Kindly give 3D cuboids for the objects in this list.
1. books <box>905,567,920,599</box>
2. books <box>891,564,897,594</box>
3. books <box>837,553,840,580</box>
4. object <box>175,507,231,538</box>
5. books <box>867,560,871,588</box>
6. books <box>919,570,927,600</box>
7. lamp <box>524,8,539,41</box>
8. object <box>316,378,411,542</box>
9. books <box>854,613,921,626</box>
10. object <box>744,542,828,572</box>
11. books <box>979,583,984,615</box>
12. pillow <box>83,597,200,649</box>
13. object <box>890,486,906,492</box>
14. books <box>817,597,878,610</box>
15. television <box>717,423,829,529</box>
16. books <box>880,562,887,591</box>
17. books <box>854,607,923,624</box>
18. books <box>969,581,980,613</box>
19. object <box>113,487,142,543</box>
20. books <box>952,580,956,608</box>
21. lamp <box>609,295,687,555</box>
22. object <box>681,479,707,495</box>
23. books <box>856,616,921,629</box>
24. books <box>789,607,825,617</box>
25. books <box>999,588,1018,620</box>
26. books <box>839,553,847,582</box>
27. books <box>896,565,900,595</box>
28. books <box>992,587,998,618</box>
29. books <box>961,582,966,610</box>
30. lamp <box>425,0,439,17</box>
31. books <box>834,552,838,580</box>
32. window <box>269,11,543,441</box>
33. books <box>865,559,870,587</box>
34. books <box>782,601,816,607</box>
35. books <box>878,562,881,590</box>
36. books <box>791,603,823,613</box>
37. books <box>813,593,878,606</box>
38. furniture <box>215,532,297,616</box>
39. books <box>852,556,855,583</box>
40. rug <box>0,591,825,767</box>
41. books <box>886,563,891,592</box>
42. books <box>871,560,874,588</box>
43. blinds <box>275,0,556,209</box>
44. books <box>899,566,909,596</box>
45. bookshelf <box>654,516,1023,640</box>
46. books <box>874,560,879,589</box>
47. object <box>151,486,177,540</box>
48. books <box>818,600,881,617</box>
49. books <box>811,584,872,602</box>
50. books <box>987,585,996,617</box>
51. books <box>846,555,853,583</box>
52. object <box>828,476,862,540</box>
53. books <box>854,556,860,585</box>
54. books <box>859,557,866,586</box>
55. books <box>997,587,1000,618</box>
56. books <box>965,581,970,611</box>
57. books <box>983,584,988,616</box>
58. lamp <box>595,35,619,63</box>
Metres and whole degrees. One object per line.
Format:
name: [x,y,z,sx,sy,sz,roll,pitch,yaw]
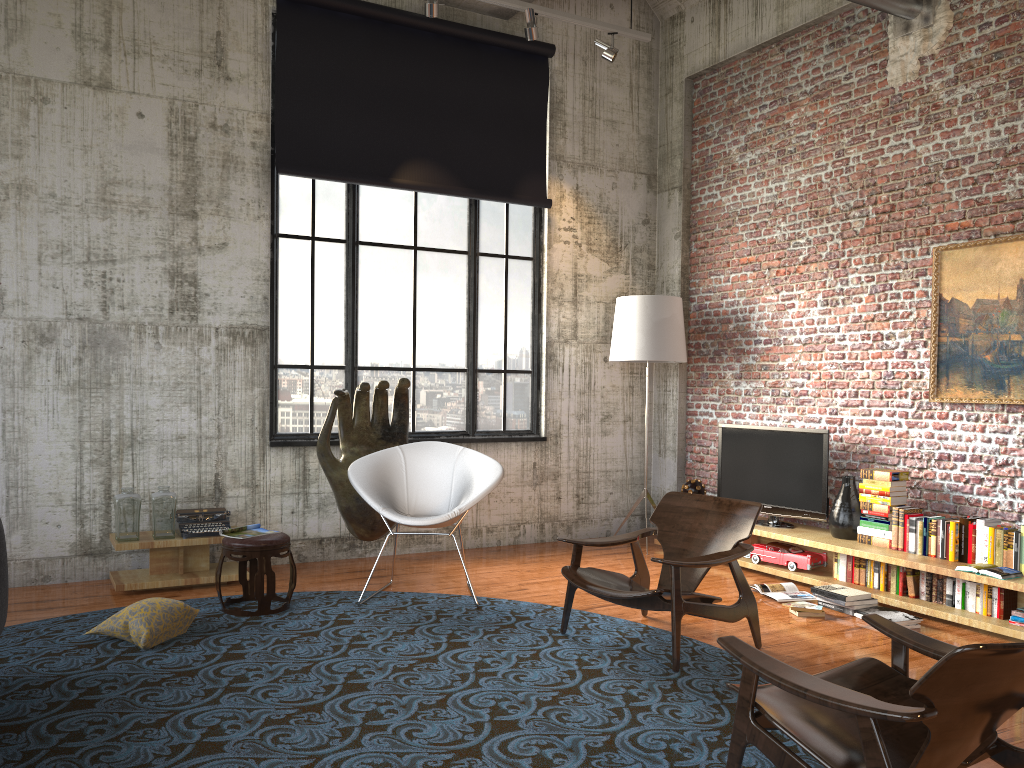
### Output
books: [2.683,1.285,5.872,0.153,0.256,0.088,0,2,-29]
books: [2.621,1.306,5.973,0.151,0.208,0.039,0,2,-29]
books: [2.399,1.311,6.381,0.140,0.194,0.023,0,2,-29]
object: [-2.201,0.992,6.337,0.423,0.153,0.381,1,0,-29]
books: [2.524,1.312,6.149,0.140,0.194,0.023,0,2,-29]
books: [2.741,1.302,5.810,0.149,0.215,0.049,0,2,-29]
lamp: [0.149,-2.713,6.744,0.102,0.251,0.165,1,1,16]
object: [-1.142,0.595,6.825,0.728,1.297,0.455,0,2,-17]
books: [2.337,1.457,5.523,0.232,0.017,0.307,1,0,-31]
object: [2.096,1.316,6.800,0.244,0.174,0.599,0,0,-37]
books: [2.929,1.316,5.449,0.138,0.191,0.026,0,2,-29]
pillow: [-2.031,1.330,4.984,0.481,0.247,0.503,1,0,27]
object: [2.612,0.727,6.248,0.178,0.031,0.248,1,0,-29]
books: [2.209,1.428,5.843,0.236,0.028,0.299,1,0,-31]
television: [2.087,0.735,7.121,0.285,0.793,1.089,-1,1,-42]
books: [2.580,1.300,6.050,0.159,0.220,0.030,0,2,-29]
books: [2.346,1.441,5.524,0.250,0.014,0.311,1,0,-22]
books: [2.897,1.318,5.503,0.129,0.186,0.043,0,2,-29]
object: [-2.609,0.884,6.014,0.163,0.361,0.163,0,2,-31]
books: [2.838,1.326,5.614,0.121,0.168,0.020,0,2,-29]
lamp: [1.214,0.355,7.975,0.694,2.245,0.706,1,2,-6]
object: [1.615,0.949,7.871,0.216,0.208,0.214,0,1,-40]
books: [2.338,1.474,5.518,0.232,0.017,0.313,1,0,-14]
books: [1.896,1.463,5.694,0.182,0.030,0.128,1,0,-7]
books: [2.988,1.316,5.335,0.138,0.191,0.026,0,2,-29]
books: [2.427,1.285,6.349,0.171,0.247,0.057,0,2,-29]
books: [2.643,1.301,5.946,0.159,0.220,0.030,0,2,-29]
books: [2.972,1.322,5.382,0.132,0.181,0.034,0,2,-29]
books: [2.868,1.327,5.561,0.121,0.168,0.020,0,2,-29]
lamp: [-0.574,-2.724,6.342,0.102,0.251,0.165,1,1,-4]
books: [2.385,1.299,6.399,0.138,0.217,0.022,0,2,-29]
window: [-0.824,-1.202,7.574,2.579,3.438,0.050,0,2,-29]
books: [2.519,1.301,6.172,0.138,0.217,0.022,0,2,-29]
books: [1.913,1.473,5.906,0.189,0.012,0.133,1,0,-31]
books: [2.583,1.300,6.086,0.159,0.220,0.030,0,2,-29]
books: [1.894,1.437,5.697,0.189,0.022,0.133,1,0,22]
books: [2.184,1.400,5.817,0.262,0.028,0.320,1,0,-19]
furniture: [-1.627,1.190,5.641,0.432,0.477,0.431,1,1,16]
books: [2.466,1.312,6.270,0.140,0.194,0.023,0,2,-29]
rug: [-0.966,1.436,3.728,4.845,0.009,4.844,1,0,17]
books: [2.617,1.298,6.023,0.156,0.225,0.052,0,2,-29]
books: [2.537,1.313,6.129,0.140,0.194,0.023,0,2,-29]
blinds: [-0.727,-2.325,7.385,2.443,1.465,0.150,1,2,-29]
books: [2.649,1.301,5.916,0.159,0.220,0.030,0,2,-29]
bookshelf: [2.447,1.313,6.415,0.548,0.359,3.842,1,0,-29]
books: [2.557,1.309,6.108,0.146,0.200,0.032,0,2,-29]
object: [-2.407,0.887,6.125,0.163,0.361,0.163,0,2,-26]
books: [2.221,1.462,5.839,0.236,0.040,0.320,1,0,-27]
books: [2.157,1.370,5.813,0.236,0.035,0.296,1,0,-27]
books: [2.953,1.316,5.405,0.138,0.191,0.026,0,2,-29]
books: [2.449,1.282,6.300,0.153,0.252,0.046,0,2,-29]
object: [2.478,0.907,6.534,0.268,0.456,0.267,1,1,2]
books: [2.477,1.305,6.240,0.151,0.208,0.039,0,2,-29]
books: [2.501,1.302,6.203,0.148,0.214,0.049,0,2,-29]
books: [2.979,1.318,5.356,0.120,0.189,0.019,0,2,-29]
books: [2.893,1.321,5.545,0.132,0.181,0.034,0,2,-29]
books: [2.938,1.316,5.425,0.138,0.191,0.026,0,2,-29]
lamp: [0.779,-2.698,7.149,0.226,0.215,0.102,1,1,12]
